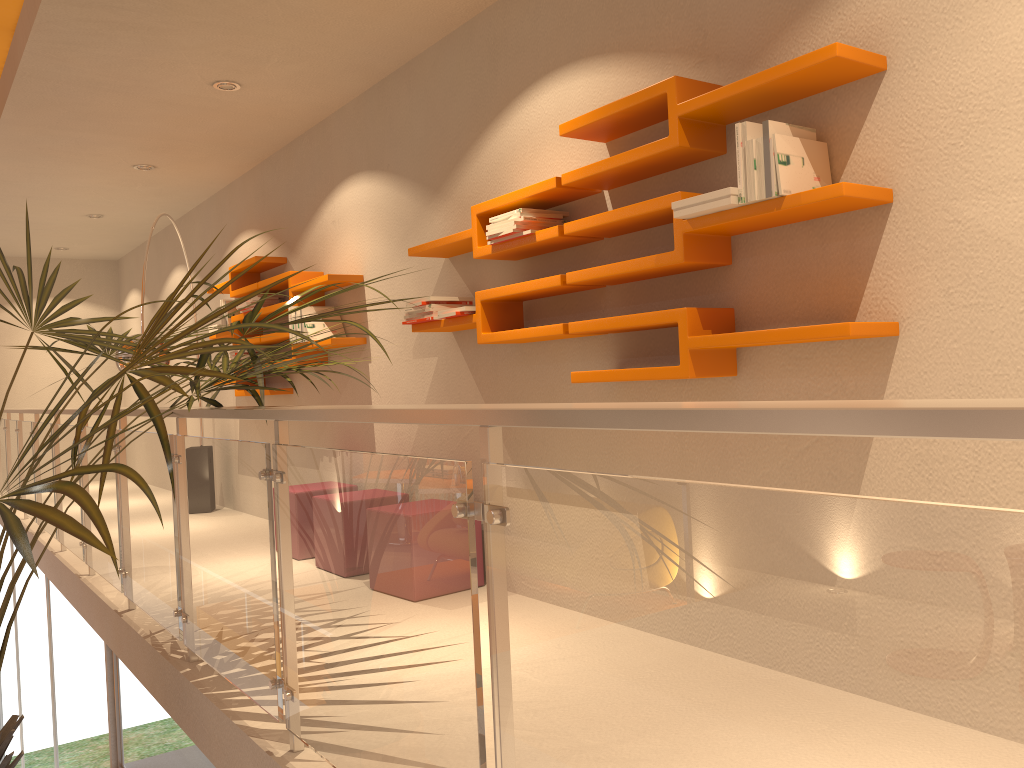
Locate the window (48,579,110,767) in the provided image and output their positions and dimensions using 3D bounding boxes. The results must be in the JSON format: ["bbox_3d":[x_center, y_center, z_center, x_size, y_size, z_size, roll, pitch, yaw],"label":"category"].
[{"bbox_3d":[-1.211,2.278,2.066,0.481,5.399,8.922,-3,0,-22],"label":"window"}]

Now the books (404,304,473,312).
[{"bbox_3d":[-0.341,-0.349,4.104,0.230,0.017,0.227,-3,0,-40],"label":"books"}]

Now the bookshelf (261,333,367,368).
[{"bbox_3d":[-1.248,-0.230,5.487,0.220,0.220,1.150,-3,0,-35],"label":"bookshelf"}]

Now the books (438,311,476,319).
[{"bbox_3d":[-0.170,-0.301,3.869,0.254,0.015,0.190,-3,0,-28],"label":"books"}]

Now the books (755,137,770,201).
[{"bbox_3d":[0.779,-0.598,2.509,0.230,0.169,0.027,-3,0,-35],"label":"books"}]

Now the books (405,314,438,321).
[{"bbox_3d":[-0.347,-0.304,4.101,0.190,0.011,0.268,-3,0,-33],"label":"books"}]

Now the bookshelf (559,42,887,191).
[{"bbox_3d":[0.590,-0.843,2.790,0.220,0.220,1.150,-3,0,-35],"label":"bookshelf"}]

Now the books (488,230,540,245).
[{"bbox_3d":[0.072,-0.574,3.511,0.210,0.013,0.297,-3,0,-35],"label":"books"}]

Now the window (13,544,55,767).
[{"bbox_3d":[-3.773,3.201,7.083,0.006,3.760,2.311,-3,0,-35],"label":"window"}]

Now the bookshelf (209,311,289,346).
[{"bbox_3d":[-1.929,-0.381,6.458,0.220,0.220,1.150,-3,0,-35],"label":"bookshelf"}]

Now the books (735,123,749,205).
[{"bbox_3d":[0.733,-0.625,2.561,0.230,0.227,0.017,-3,0,-35],"label":"books"}]

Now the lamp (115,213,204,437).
[{"bbox_3d":[-2.441,-0.093,6.302,0.315,2.259,2.077,-3,0,-12],"label":"lamp"}]

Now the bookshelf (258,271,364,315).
[{"bbox_3d":[-1.265,-0.587,5.486,0.220,0.220,1.150,-3,0,-35],"label":"bookshelf"}]

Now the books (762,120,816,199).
[{"bbox_3d":[0.781,-0.618,2.482,0.207,0.210,0.021,-3,0,-35],"label":"books"}]

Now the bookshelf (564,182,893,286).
[{"bbox_3d":[0.607,-0.487,2.791,0.220,0.220,1.150,-3,0,-35],"label":"bookshelf"}]

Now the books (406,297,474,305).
[{"bbox_3d":[-0.335,-0.382,4.093,0.226,0.017,0.230,-3,0,-35],"label":"books"}]

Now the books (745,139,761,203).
[{"bbox_3d":[0.756,-0.597,2.527,0.230,0.169,0.027,-3,0,-35],"label":"books"}]

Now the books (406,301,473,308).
[{"bbox_3d":[-0.337,-0.365,4.106,0.254,0.015,0.190,-3,0,-28],"label":"books"}]

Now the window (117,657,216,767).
[{"bbox_3d":[-0.552,1.052,1.053,0.908,1.393,6.719,-3,0,-15],"label":"window"}]

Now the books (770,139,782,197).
[{"bbox_3d":[0.793,-0.593,2.470,0.207,0.156,0.009,-3,0,-35],"label":"books"}]

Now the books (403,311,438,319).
[{"bbox_3d":[-0.354,-0.317,4.108,0.190,0.015,0.254,-3,0,-39],"label":"books"}]

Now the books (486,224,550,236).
[{"bbox_3d":[0.055,-0.599,3.506,0.254,0.015,0.190,-3,0,-39],"label":"books"}]

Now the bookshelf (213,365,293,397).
[{"bbox_3d":[-1.911,-0.023,6.459,0.220,0.220,1.150,-3,0,-35],"label":"bookshelf"}]

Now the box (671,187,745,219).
[{"bbox_3d":[0.643,-0.532,2.648,0.232,0.047,0.232,-3,0,-35],"label":"box"}]

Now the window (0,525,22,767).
[{"bbox_3d":[-5.043,3.254,8.920,0.006,3.760,2.078,-3,0,-35],"label":"window"}]

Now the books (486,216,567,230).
[{"bbox_3d":[0.057,-0.630,3.521,0.227,0.017,0.230,-3,0,-40],"label":"books"}]

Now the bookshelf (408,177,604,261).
[{"bbox_3d":[-0.073,-0.637,3.762,0.220,0.220,1.150,-3,0,-35],"label":"bookshelf"}]

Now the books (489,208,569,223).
[{"bbox_3d":[0.067,-0.663,3.529,0.230,0.017,0.226,-3,0,-35],"label":"books"}]

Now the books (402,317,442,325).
[{"bbox_3d":[-0.345,-0.292,4.097,0.210,0.013,0.297,-3,0,-35],"label":"books"}]

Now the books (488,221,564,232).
[{"bbox_3d":[0.062,-0.614,3.508,0.254,0.015,0.190,-3,0,-33],"label":"books"}]

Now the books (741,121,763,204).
[{"bbox_3d":[0.749,-0.626,2.550,0.230,0.227,0.017,-3,0,-35],"label":"books"}]

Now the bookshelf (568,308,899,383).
[{"bbox_3d":[0.625,-0.130,2.793,0.220,0.220,1.150,-3,0,-35],"label":"bookshelf"}]

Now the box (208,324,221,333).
[{"bbox_3d":[-2.128,-0.415,6.655,0.232,0.047,0.232,-3,0,-35],"label":"box"}]

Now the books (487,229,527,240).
[{"bbox_3d":[0.063,-0.586,3.513,0.268,0.011,0.190,-3,0,-33],"label":"books"}]

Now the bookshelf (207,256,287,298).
[{"bbox_3d":[-1.946,-0.736,6.456,0.220,0.220,1.150,-3,0,-35],"label":"bookshelf"}]

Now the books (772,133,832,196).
[{"bbox_3d":[0.812,-0.600,2.465,0.230,0.169,0.023,-3,0,-35],"label":"books"}]

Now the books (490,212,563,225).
[{"bbox_3d":[0.055,-0.646,3.525,0.190,0.015,0.254,-3,0,-28],"label":"books"}]

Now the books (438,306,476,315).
[{"bbox_3d":[-0.167,-0.317,3.856,0.226,0.017,0.230,-3,0,-35],"label":"books"}]

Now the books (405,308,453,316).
[{"bbox_3d":[-0.353,-0.332,4.100,0.190,0.015,0.254,-3,0,-33],"label":"books"}]

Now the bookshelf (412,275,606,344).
[{"bbox_3d":[-0.056,-0.280,3.763,0.220,0.220,1.150,-3,0,-35],"label":"bookshelf"}]
